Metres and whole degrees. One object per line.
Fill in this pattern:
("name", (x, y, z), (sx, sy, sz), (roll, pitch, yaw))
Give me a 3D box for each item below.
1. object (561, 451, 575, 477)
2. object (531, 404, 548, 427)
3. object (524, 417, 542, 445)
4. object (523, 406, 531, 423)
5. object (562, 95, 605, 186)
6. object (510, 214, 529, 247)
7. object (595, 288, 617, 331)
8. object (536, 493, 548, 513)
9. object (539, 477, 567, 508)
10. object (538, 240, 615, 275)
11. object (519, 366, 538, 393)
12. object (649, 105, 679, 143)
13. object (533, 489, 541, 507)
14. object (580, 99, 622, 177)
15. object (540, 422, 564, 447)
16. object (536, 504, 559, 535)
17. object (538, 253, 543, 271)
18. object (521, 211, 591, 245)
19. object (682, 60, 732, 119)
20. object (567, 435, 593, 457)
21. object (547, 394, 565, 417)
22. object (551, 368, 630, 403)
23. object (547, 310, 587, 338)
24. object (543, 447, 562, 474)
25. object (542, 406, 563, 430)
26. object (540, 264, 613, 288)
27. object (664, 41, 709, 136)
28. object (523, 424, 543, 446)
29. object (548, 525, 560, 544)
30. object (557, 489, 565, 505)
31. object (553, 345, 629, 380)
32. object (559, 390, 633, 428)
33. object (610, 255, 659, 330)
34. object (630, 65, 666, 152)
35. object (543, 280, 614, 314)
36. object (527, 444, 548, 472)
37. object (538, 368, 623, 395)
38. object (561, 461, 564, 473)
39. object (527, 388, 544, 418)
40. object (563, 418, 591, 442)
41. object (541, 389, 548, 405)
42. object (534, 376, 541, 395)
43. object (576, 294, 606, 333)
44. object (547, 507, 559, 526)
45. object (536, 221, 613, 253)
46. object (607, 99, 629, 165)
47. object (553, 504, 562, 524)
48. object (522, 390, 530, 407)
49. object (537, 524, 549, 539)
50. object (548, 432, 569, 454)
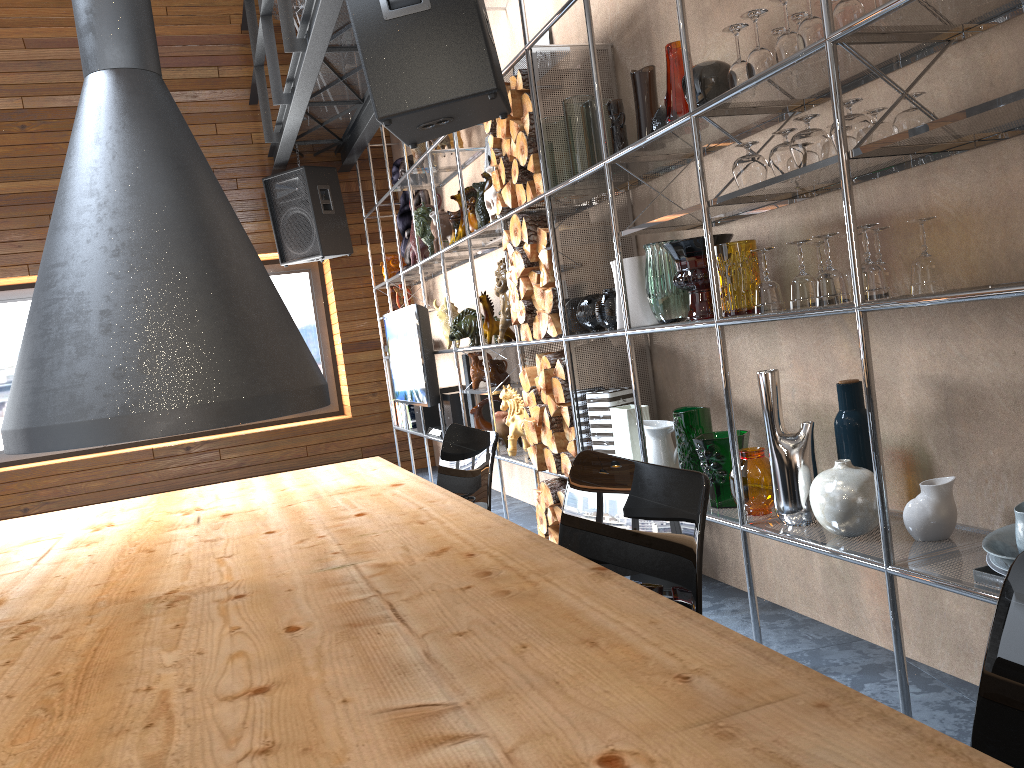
("object", (0.357, 0.310, 3.649), (0.287, 0.112, 0.126), (-9, 3, -19))
("object", (0.254, 0.115, 3.868), (0.330, 0.098, 0.107), (-9, 3, -22))
("object", (0.247, 0.175, 3.960), (0.374, 0.131, 0.115), (-9, 3, -23))
("object", (0.213, 0.113, 4.039), (0.331, 0.110, 0.107), (-9, 3, -20))
("object", (0.271, -0.922, 3.364), (0.122, 0.313, 0.122), (-8, 3, 2))
("object", (0.154, -0.665, 3.804), (0.312, 0.150, 0.140), (-9, 3, -22))
("object", (0.382, -0.278, 3.294), (0.151, 0.154, 0.151), (-8, 3, -15))
("object", (0.282, 0.493, 3.982), (0.329, 0.107, 0.128), (-9, 3, -18))
("object", (0.297, 0.454, 3.861), (0.322, 0.128, 0.164), (-9, 3, -19))
("object", (0.265, -0.512, 3.601), (0.308, 0.120, 0.097), (-9, 3, -23))
("object", (0.196, -0.037, 3.992), (0.299, 0.119, 0.151), (-9, 3, -16))
("object", (0.479, -0.814, 2.768), (0.108, 0.109, 0.109), (-7, 3, 8))
("object", (0.259, 0.520, 4.066), (0.310, 0.121, 0.111), (-9, 3, -19))
("object", (0.323, -0.891, 3.213), (0.113, 0.253, 0.112), (-9, 3, -18))
("object", (0.274, 0.192, 3.847), (0.288, 0.118, 0.147), (-9, 3, -22))
("object", (0.264, 0.586, 4.014), (0.286, 0.143, 0.143), (-9, 3, -19))
("object", (0.261, -0.506, 3.681), (0.291, 0.153, 0.112), (-9, 3, -21))
("object", (0.182, -0.650, 3.709), (0.289, 0.121, 0.107), (-9, 3, -17))
("object", (0.559, -0.831, 2.506), (0.149, 0.149, 0.148), (-6, 3, 25))
("object", (0.378, 0.238, 3.634), (0.303, 0.088, 0.095), (-9, 3, -20))
("object", (0.323, 0.068, 3.714), (0.329, 0.107, 0.128), (-9, 3, -18))
("object", (0.321, 0.002, 3.635), (0.299, 0.114, 0.135), (-9, 3, -20))
("object", (0.309, -0.260, 3.608), (0.330, 0.105, 0.107), (-9, 3, -21))
("object", (0.299, 0.304, 3.839), (0.299, 0.114, 0.135), (-9, 3, -20))
("object", (0.297, 0.126, 3.797), (0.331, 0.110, 0.101), (-9, 3, -16))
("object", (0.282, -0.447, 3.605), (0.331, 0.110, 0.107), (-9, 3, -20))
("object", (0.508, -0.885, 2.645), (0.127, 0.254, 0.126), (-6, 3, 25))
("object", (0.223, 0.205, 4.058), (0.321, 0.109, 0.110), (-9, 3, -18))
("object", (0.328, 0.651, 3.941), (0.330, 0.098, 0.103), (-9, 3, -21))
("object", (0.352, 0.474, 3.768), (0.309, 0.131, 0.099), (-9, 3, -22))
("object", (0.322, -0.089, 3.637), (0.308, 0.107, 0.121), (-9, 3, -22))
("object", (0.354, 0.097, 3.632), (0.310, 0.121, 0.111), (-9, 3, -19))
("object", (0.447, -0.322, 3.119), (0.175, 0.241, 0.165), (-7, 3, 17))
("object", (0.436, -0.894, 2.864), (0.092, 0.268, 0.092), (-7, 3, 4))
("object", (0.297, -0.354, 3.595), (0.321, 0.109, 0.110), (-9, 3, -18))
("object", (0.264, 0.297, 3.960), (0.362, 0.131, 0.154), (-9, 3, -18))
("object", (0.290, -0.030, 3.732), (0.362, 0.115, 0.098), (-9, 3, -19))
("object", (0.357, 0.315, 3.743), (0.303, 0.095, 0.087), (-9, 3, -18))
("object", (0.218, 0.059, 3.957), (0.291, 0.153, 0.112), (-9, 3, -21))
("object", (0.366, 0.156, 3.691), (0.286, 0.143, 0.143), (-9, 3, -19))
("object", (0.297, 0.023, 3.830), (0.322, 0.128, 0.164), (-9, 3, -19))
("object", (0.257, -0.012, 3.896), (0.303, 0.090, 0.098), (-9, 3, -19))
("object", (0.327, -0.276, 3.461), (0.150, 0.146, 0.148), (-10, 4, -39))
("object", (0.324, 0.550, 3.904), (0.331, 0.110, 0.101), (-9, 3, -16))
("object", (0.258, -0.600, 3.636), (0.299, 0.119, 0.151), (-9, 3, -16))
("object", (0.367, -0.868, 3.052), (0.058, 0.215, 0.077), (-7, 3, 8))
("object", (0.348, 0.538, 3.827), (0.330, 0.098, 0.107), (-9, 3, -22))
("object", (0.206, 0.059, 4.057), (0.308, 0.120, 0.097), (-9, 3, -23))
("object", (0.273, 0.662, 4.079), (0.303, 0.088, 0.095), (-9, 3, -20))
("object", (0.320, 0.228, 3.771), (0.330, 0.098, 0.103), (-9, 3, -21))
